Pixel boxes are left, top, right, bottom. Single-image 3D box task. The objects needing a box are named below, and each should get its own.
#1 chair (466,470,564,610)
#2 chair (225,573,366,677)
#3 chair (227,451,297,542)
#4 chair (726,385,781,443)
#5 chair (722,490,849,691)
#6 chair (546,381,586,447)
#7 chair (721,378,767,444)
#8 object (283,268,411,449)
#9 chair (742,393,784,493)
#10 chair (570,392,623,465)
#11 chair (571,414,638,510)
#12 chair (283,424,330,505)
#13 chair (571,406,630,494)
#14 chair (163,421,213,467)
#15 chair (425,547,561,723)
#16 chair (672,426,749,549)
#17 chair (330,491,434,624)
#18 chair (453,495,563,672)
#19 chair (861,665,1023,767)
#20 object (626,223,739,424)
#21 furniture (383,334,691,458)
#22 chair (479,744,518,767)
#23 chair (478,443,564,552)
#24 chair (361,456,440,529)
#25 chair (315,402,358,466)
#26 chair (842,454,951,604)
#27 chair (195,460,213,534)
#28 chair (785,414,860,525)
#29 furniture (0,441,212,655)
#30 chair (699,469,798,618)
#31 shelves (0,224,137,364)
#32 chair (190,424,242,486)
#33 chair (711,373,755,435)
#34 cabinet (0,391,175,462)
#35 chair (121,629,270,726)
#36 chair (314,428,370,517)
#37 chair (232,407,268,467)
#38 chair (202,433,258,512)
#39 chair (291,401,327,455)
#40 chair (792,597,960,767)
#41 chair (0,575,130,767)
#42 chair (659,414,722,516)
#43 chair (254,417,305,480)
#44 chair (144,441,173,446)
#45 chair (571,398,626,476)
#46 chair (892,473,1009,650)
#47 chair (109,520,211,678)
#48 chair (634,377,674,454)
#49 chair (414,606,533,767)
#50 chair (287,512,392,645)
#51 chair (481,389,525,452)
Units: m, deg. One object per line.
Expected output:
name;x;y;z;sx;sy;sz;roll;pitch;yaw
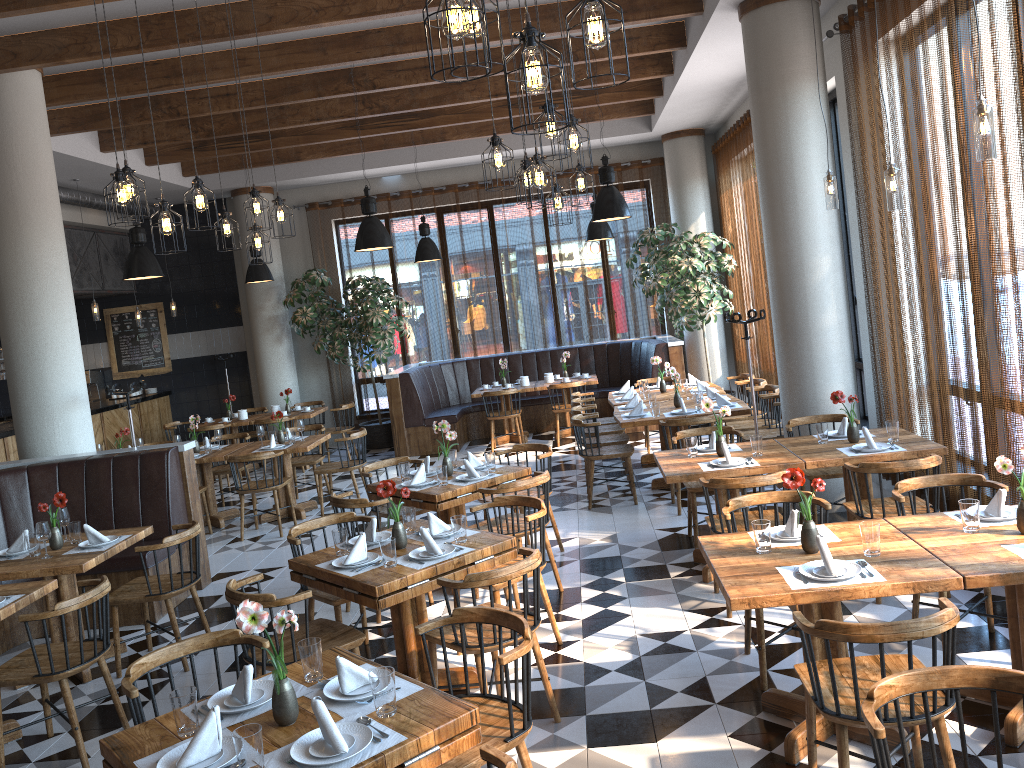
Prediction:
chair;0.011;1.007;5.902;0.521;0.815;0.549;-10;5;-41
chair;-1.008;1.296;4.175;0.552;0.815;0.519;-10;5;-41
chair;-2.400;1.042;8.542;0.519;0.815;0.551;-7;4;4
chair;2.396;0.454;8.678;0.549;0.815;0.521;-7;4;4
chair;1.353;0.994;4.373;0.519;0.815;0.551;-7;4;4
chair;0.754;0.369;11.595;0.519;0.815;0.551;-7;4;4
chair;2.438;0.386;9.326;0.549;0.815;0.521;-7;4;4
object;-2.344;-0.386;13.008;1.756;2.774;1.482;-8;4;-15
chair;2.356;0.517;8.069;0.549;0.815;0.521;-7;4;4
chair;0.978;0.494;10.020;0.549;0.815;0.521;-7;4;4
chair;0.858;0.687;8.171;0.549;0.815;0.521;-7;4;4
chair;-2.314;0.904;9.865;0.519;0.815;0.551;-7;4;4
chair;0.899;0.622;8.798;0.549;0.815;0.521;-7;4;4
chair;-4.510;0.928;12.350;0.549;0.815;0.521;-7;4;4
chair;-0.105;1.194;4.110;0.521;0.815;0.549;-10;5;-41
chair;1.495;0.765;6.566;0.519;0.815;0.551;-7;4;4
chair;-0.892;1.110;5.967;0.552;0.815;0.519;-10;5;-41
chair;-0.046;1.100;5.018;0.552;0.815;0.519;-10;5;-41
chair;1.214;1.218;2.225;0.519;0.815;0.551;-7;4;4
object;2.240;-0.849;12.094;1.485;2.774;1.752;-10;5;-37
furniture;0.388;0.130;12.793;4.036;1.147;1.924;-6;5;4
chair;-0.225;1.387;2.257;0.521;0.815;0.549;-10;5;-41
chair;0.070;0.913;6.810;0.552;0.815;0.519;-10;5;-41
chair;-0.833;1.015;6.875;0.521;0.815;0.549;-10;5;-41
chair;-2.397;0.690;12.185;0.549;0.815;0.521;-7;4;4
chair;2.247;0.806;5.205;0.519;0.815;0.551;-7;4;4
chair;-3.259;1.139;8.604;0.519;0.815;0.551;-7;4;4
chair;2.331;0.671;6.506;0.519;0.815;0.551;-7;4;4
furniture;-3.626;1.469;3.896;1.917;1.147;6.609;-6;5;4
chair;1.411;0.901;5.265;0.519;0.815;0.551;-7;4;4
shelves;-6.490;-1.162;11.193;0.682;1.790;5.884;-7;5;4
chair;-3.887;0.921;11.646;0.519;0.815;0.551;-7;4;4
chair;2.476;0.324;9.919;0.549;0.815;0.521;-7;4;4
cabinet;-7.061;1.159;11.308;3.026;1.162;6.014;-6;5;4
chair;-1.069;1.395;3.230;0.521;0.815;0.549;-10;5;-41
chair;-1.730;0.904;9.145;0.549;0.815;0.521;-7;4;4
chair;-3.803;0.786;12.941;0.519;0.815;0.551;-7;4;4
chair;-3.174;1.001;9.927;0.519;0.815;0.551;-7;4;4
chair;-2.952;0.690;12.880;0.519;0.815;0.551;-7;4;4
chair;1.269;1.130;3.072;0.519;0.815;0.551;-7;4;4
chair;-2.236;1.425;4.375;0.549;0.815;0.521;-7;4;4
chair;1.564;0.657;7.599;0.519;0.815;0.551;-7;4;4
chair;-3.036;0.825;11.585;0.519;0.815;0.551;-7;4;4
chair;-4.033;1.099;9.989;0.519;0.815;0.551;-7;4;4
chair;0.941;0.554;9.446;0.549;0.815;0.521;-7;4;4
chair;2.189;0.899;4.313;0.519;0.815;0.551;-7;4;4
chair;-2.165;1.310;5.473;0.549;0.815;0.521;-7;4;4
chair;1.751;0.358;10.476;0.519;0.815;0.551;-7;4;4
chair;-0.166;1.293;3.165;0.552;0.815;0.519;-10;5;-41
chair;-0.949;1.202;5.083;0.521;0.815;0.549;-10;5;-41
chair;-0.097;0.466;11.656;0.519;0.815;0.551;-7;4;4
